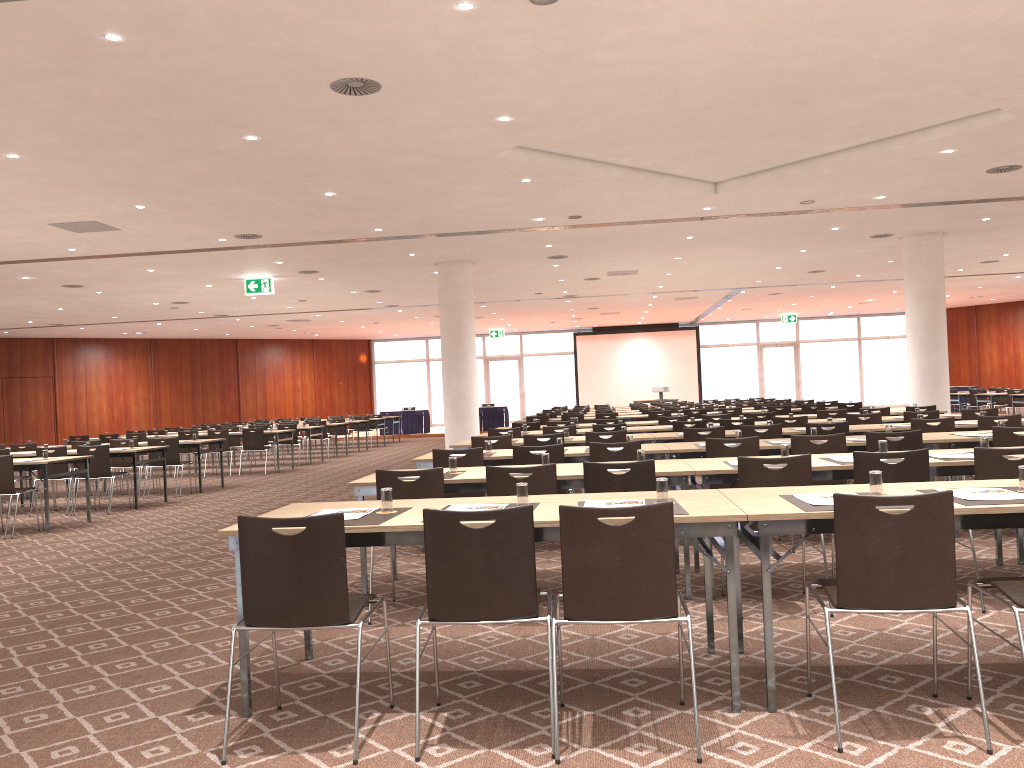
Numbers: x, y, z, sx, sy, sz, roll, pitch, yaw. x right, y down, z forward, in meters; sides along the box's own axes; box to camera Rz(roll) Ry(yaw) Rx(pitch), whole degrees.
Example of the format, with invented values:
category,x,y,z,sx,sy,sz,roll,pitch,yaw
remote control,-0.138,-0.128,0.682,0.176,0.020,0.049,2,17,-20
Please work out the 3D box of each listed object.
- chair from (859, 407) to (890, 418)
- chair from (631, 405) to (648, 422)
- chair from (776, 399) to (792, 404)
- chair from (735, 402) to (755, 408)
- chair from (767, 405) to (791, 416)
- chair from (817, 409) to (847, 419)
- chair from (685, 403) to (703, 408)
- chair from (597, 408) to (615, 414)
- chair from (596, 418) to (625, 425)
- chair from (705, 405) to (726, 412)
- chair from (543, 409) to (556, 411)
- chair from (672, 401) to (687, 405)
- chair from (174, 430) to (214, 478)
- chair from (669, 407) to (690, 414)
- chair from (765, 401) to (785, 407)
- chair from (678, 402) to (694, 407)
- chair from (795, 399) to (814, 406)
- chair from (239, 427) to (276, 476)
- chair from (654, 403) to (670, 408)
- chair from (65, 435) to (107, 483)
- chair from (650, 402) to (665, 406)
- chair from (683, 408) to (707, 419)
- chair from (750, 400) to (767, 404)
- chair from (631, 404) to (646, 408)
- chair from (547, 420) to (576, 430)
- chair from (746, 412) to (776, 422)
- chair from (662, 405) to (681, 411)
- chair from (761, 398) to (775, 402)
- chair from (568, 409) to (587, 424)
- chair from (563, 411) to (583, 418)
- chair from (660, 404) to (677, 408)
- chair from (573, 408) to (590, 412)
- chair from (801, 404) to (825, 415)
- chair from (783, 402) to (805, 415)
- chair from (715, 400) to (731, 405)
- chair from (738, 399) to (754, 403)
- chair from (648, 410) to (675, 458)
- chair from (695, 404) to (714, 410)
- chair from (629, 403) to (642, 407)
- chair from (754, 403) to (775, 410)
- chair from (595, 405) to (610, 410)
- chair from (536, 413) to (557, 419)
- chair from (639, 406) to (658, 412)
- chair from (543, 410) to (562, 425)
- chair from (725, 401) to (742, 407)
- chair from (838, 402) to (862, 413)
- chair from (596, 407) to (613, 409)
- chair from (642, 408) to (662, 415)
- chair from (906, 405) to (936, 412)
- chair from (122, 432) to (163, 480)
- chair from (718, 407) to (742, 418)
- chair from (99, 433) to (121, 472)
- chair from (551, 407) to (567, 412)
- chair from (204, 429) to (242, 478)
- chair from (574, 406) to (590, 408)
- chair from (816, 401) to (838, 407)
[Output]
category,x,y,z,sx,sy,sz,roll,pitch,yaw
chair,5.347,0.814,13.150,0.535,0.939,0.614,-3,0,5
chair,3.303,1.017,22.863,0.535,0.939,0.614,-3,0,7
chair,6.860,0.853,22.512,0.535,0.939,0.614,-3,0,7
chair,5.439,0.896,20.719,0.535,0.939,0.614,-3,0,7
chair,5.011,0.869,16.700,0.535,0.939,0.614,-3,0,4
chair,4.730,0.842,13.176,0.535,0.939,0.614,-3,0,5
chair,4.670,0.955,22.805,0.535,0.939,0.614,-3,0,3
chair,2.235,1.043,20.958,0.535,0.939,0.614,-3,0,3
chair,1.527,0.990,13.569,0.535,0.939,0.614,-3,0,7
chair,4.311,0.925,18.821,0.535,0.939,0.614,-3,0,3
chair,1.050,1.121,23.085,0.535,0.939,0.614,-3,0,7
chair,5.076,0.982,26.784,0.535,0.939,0.613,-3,0,8
chair,-6.431,1.398,17.888,0.535,0.939,0.613,-3,0,8
chair,3.565,0.959,18.852,0.535,0.939,0.614,-3,0,5
chair,6.093,0.865,20.578,0.535,0.939,0.614,-3,0,8
chair,4.864,0.968,24.718,0.535,0.939,0.613,-3,0,8
chair,6.760,0.835,20.547,0.535,0.939,0.614,-3,0,5
chair,-5.092,1.336,17.697,0.535,0.939,0.614,-3,0,4
chair,4.221,0.998,24.817,0.535,0.939,0.613,-3,0,8
chair,-8.649,1.499,17.966,0.536,0.939,0.613,-3,0,8
chair,4.399,1.013,26.774,0.535,0.939,0.614,-3,0,5
chair,3.489,0.940,16.892,0.535,0.939,0.614,-3,0,5
chair,6.263,0.881,22.605,0.535,0.939,0.614,-3,0,3
chair,3.582,1.028,24.922,0.536,0.939,0.613,-3,0,8
chair,0.773,1.024,13.566,0.535,0.939,0.614,-3,0,4
chair,3.727,0.889,13.352,0.535,0.939,0.614,-3,0,3
chair,3.758,0.974,20.885,0.535,0.939,0.614,-3,0,6
chair,7.055,0.867,24.537,0.535,0.939,0.614,-3,0,6
chair,1.581,1.074,21.058,0.536,0.939,0.613,-3,0,9
chair,1.338,1.062,19.037,0.535,0.939,0.613,-3,0,8
chair,4.037,0.984,22.825,0.535,0.939,0.614,-3,0,4
chair,1.822,1.086,23.086,0.535,0.939,0.614,-3,0,5
chair,5.619,0.841,16.605,0.535,0.939,0.614,-3,0,4
chair,5.903,0.851,18.622,0.535,0.939,0.614,-3,0,5
chair,5.876,0.922,24.696,0.535,0.939,0.614,-3,0,7
chair,6.464,0.894,24.560,0.535,0.939,0.614,-3,0,6
chair,2.828,0.970,16.915,0.535,0.939,0.614,-3,0,6
chair,4.493,0.939,20.735,0.535,0.939,0.614,-3,0,5
chair,3.791,1.041,26.869,0.535,0.939,0.613,-3,0,6
chair,5.295,0.879,18.647,0.535,0.939,0.614,-3,0,4
chair,2.575,1.074,24.979,0.535,0.939,0.614,-3,0,8
chair,0.779,1.088,19.127,0.535,0.939,0.614,-3,0,6
chair,3.230,0.998,20.895,0.535,0.939,0.613,-3,0,7
chair,0.970,1.103,21.160,0.535,0.939,0.614,-3,0,3
chair,5.651,0.909,22.631,0.535,0.939,0.614,-3,0,5
chair,6.313,0.810,16.614,0.536,0.939,0.613,-3,0,8
chair,2.436,1.057,22.983,0.535,0.939,0.613,-3,0,8
chair,2.989,0.985,18.874,0.535,0.939,0.614,-3,0,6
chair,5.973,0.784,13.053,0.535,0.939,0.614,-3,0,3
chair,-7.455,1.444,17.848,0.535,0.939,0.614,-3,0,7
chair,4.122,0.910,16.753,0.535,0.939,0.614,-3,0,7
chair,-8.059,1.473,17.990,0.535,0.939,0.614,-3,0,7
chair,1.358,1.131,25.141,0.535,0.939,0.614,-3,0,3
chair,-5.775,1.366,17.683,0.535,0.939,0.614,-3,0,5
chair,1.994,1.100,25.001,0.535,0.939,0.614,-3,0,5
chair,6.563,0.820,18.521,0.535,0.939,0.614,-3,0,7
